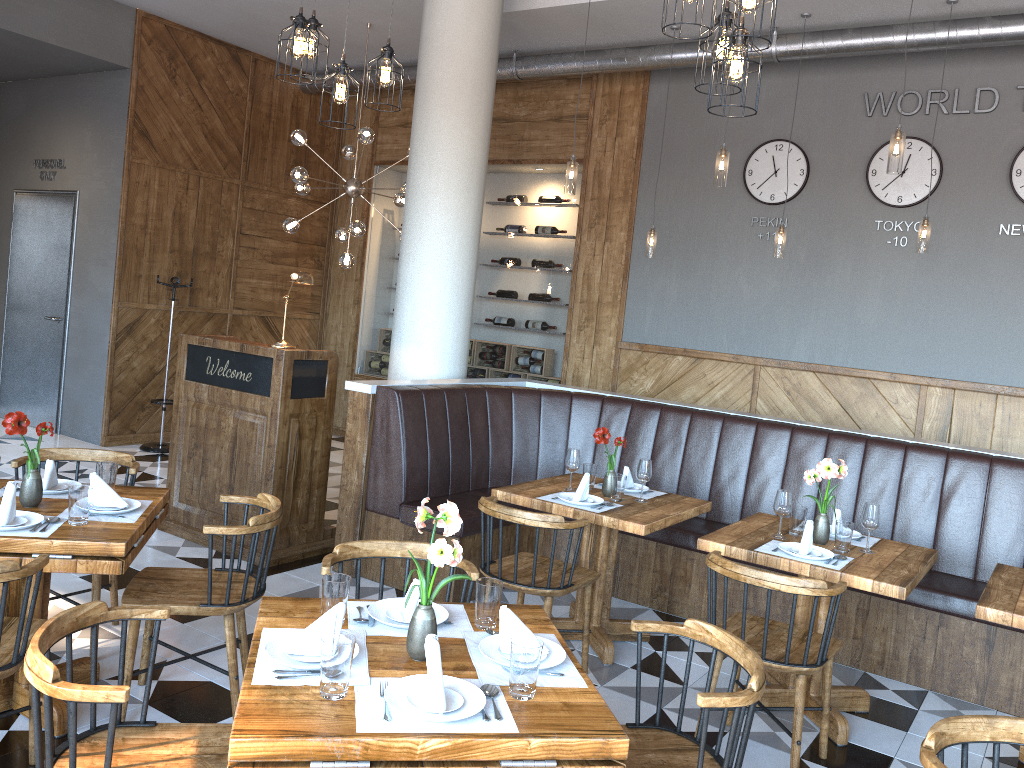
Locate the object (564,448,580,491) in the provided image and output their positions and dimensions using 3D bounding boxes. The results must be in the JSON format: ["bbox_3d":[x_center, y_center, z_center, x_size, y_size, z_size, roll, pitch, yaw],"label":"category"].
[{"bbox_3d":[0.314,0.449,4.645,0.081,0.215,0.081,7,3,25],"label":"object"}]

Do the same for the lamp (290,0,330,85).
[{"bbox_3d":[-0.895,-2.517,4.297,0.175,2.067,0.175,5,3,-13],"label":"lamp"}]

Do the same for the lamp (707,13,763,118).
[{"bbox_3d":[0.894,-2.004,3.139,0.175,2.067,0.175,7,3,16],"label":"lamp"}]

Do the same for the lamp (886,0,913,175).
[{"bbox_3d":[2.195,-2.130,4.820,0.078,1.960,0.078,5,3,-22],"label":"lamp"}]

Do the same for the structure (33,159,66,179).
[{"bbox_3d":[-4.647,-2.159,8.902,0.567,0.196,0.025,9,4,33],"label":"structure"}]

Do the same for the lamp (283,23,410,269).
[{"bbox_3d":[-1.385,-2.126,7.945,1.186,2.188,1.164,6,3,-6],"label":"lamp"}]

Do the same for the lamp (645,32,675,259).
[{"bbox_3d":[1.227,-2.005,7.208,0.078,1.960,0.078,5,3,-25],"label":"lamp"}]

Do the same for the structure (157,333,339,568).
[{"bbox_3d":[-1.659,0.374,5.785,1.048,1.298,0.645,8,4,33],"label":"structure"}]

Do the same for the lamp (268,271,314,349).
[{"bbox_3d":[-1.389,-0.336,5.553,0.170,0.755,0.446,6,3,8],"label":"lamp"}]

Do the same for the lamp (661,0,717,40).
[{"bbox_3d":[0.711,-2.245,3.025,0.175,2.067,0.175,7,3,16],"label":"lamp"}]

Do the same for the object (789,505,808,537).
[{"bbox_3d":[1.327,0.639,4.120,0.080,0.132,0.080,8,4,33],"label":"object"}]

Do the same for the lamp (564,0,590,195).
[{"bbox_3d":[0.488,-2.255,5.943,0.078,1.960,0.078,5,3,-25],"label":"lamp"}]

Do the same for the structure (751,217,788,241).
[{"bbox_3d":[2.211,-1.334,7.633,0.306,0.197,0.021,9,4,33],"label":"structure"}]

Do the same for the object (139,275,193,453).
[{"bbox_3d":[-3.278,-0.196,8.441,0.374,1.655,0.376,4,3,-34],"label":"object"}]

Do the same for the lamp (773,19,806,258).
[{"bbox_3d":[2.105,-1.925,6.630,0.078,1.960,0.078,7,3,19],"label":"lamp"}]

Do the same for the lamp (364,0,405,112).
[{"bbox_3d":[-0.529,-2.379,4.294,0.175,2.067,0.175,8,3,43],"label":"lamp"}]

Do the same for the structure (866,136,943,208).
[{"bbox_3d":[3.111,-1.681,7.037,0.562,0.559,0.046,8,3,33],"label":"structure"}]

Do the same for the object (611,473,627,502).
[{"bbox_3d":[0.537,0.527,4.491,0.080,0.132,0.080,7,3,18],"label":"object"}]

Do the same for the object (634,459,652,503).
[{"bbox_3d":[0.672,0.495,4.540,0.081,0.215,0.081,4,3,-26],"label":"object"}]

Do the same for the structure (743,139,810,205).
[{"bbox_3d":[2.263,-1.815,7.596,0.562,0.559,0.046,8,3,33],"label":"structure"}]

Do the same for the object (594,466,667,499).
[{"bbox_3d":[0.637,0.507,4.811,0.353,0.137,0.272,9,5,33],"label":"object"}]

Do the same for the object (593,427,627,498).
[{"bbox_3d":[0.488,0.401,4.597,0.171,0.354,0.156,7,3,26],"label":"object"}]

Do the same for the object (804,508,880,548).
[{"bbox_3d":[1.549,0.651,4.209,0.353,0.137,0.272,9,5,33],"label":"object"}]

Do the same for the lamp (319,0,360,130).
[{"bbox_3d":[-0.727,-2.258,4.178,0.175,2.067,0.175,5,3,-13],"label":"lamp"}]

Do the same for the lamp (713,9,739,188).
[{"bbox_3d":[1.366,-2.175,5.365,0.078,1.960,0.078,7,3,19],"label":"lamp"}]

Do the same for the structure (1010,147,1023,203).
[{"bbox_3d":[3.959,-1.547,6.477,0.562,0.559,0.046,8,3,33],"label":"structure"}]

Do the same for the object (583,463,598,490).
[{"bbox_3d":[0.411,0.494,4.724,0.080,0.132,0.080,8,4,33],"label":"object"}]

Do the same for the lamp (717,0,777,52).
[{"bbox_3d":[0.882,-2.162,2.919,0.175,2.067,0.175,6,2,5],"label":"lamp"}]

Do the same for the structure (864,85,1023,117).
[{"bbox_3d":[3.993,-2.094,6.476,2.736,0.198,0.033,9,4,33],"label":"structure"}]

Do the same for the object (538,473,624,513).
[{"bbox_3d":[0.342,0.514,4.377,0.353,0.137,0.272,9,5,33],"label":"object"}]

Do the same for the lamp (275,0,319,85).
[{"bbox_3d":[-0.909,-2.444,4.091,0.175,2.067,0.175,5,3,-24],"label":"lamp"}]

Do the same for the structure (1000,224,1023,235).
[{"bbox_3d":[3.917,-1.125,6.510,0.584,0.079,0.021,9,4,33],"label":"structure"}]

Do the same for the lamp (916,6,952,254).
[{"bbox_3d":[2.934,-1.880,6.085,0.078,1.960,0.078,5,3,-22],"label":"lamp"}]

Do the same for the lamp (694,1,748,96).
[{"bbox_3d":[0.895,-2.154,3.354,0.175,2.067,0.175,5,3,-17],"label":"lamp"}]

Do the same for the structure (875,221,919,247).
[{"bbox_3d":[3.079,-1.197,7.061,0.370,0.199,0.021,9,4,33],"label":"structure"}]

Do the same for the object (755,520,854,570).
[{"bbox_3d":[1.253,0.658,3.775,0.353,0.137,0.272,9,5,33],"label":"object"}]
